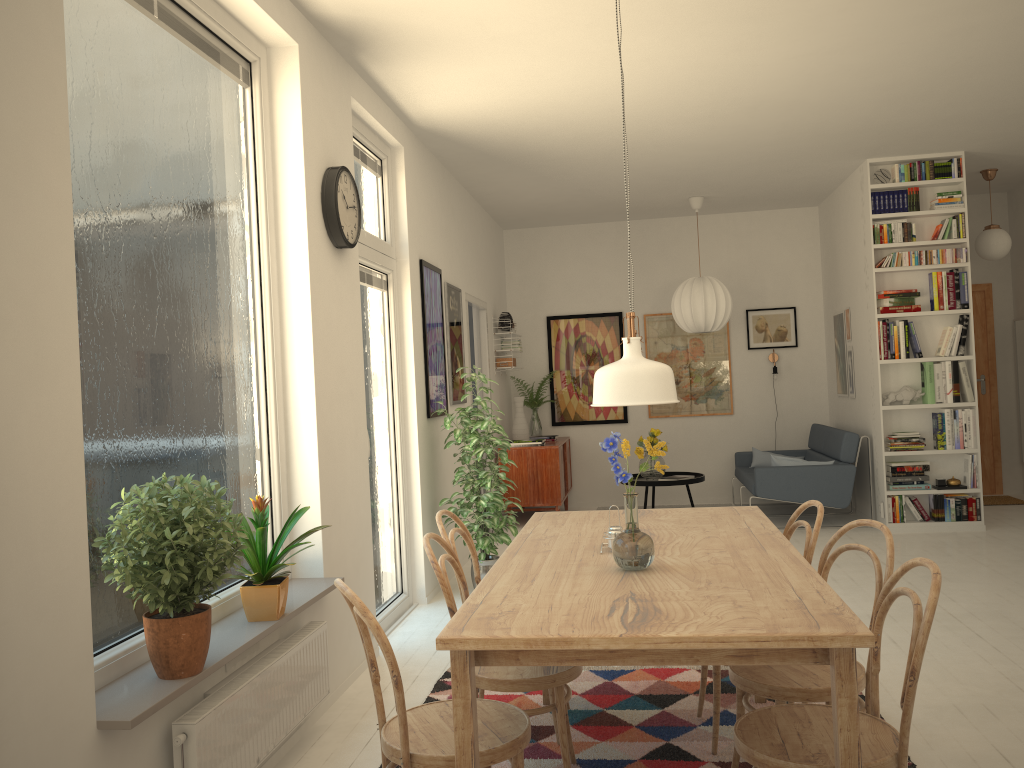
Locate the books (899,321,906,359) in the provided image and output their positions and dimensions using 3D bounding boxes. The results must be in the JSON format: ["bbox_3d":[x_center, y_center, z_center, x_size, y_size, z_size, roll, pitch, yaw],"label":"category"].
[{"bbox_3d":[3.032,-0.339,6.943,0.032,0.291,0.189,-3,0,8],"label":"books"}]

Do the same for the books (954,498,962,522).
[{"bbox_3d":[3.432,0.971,6.892,0.048,0.163,0.209,-3,0,8],"label":"books"}]

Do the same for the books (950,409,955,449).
[{"bbox_3d":[3.396,0.347,6.912,0.027,0.311,0.228,-3,0,8],"label":"books"}]

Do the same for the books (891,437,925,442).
[{"bbox_3d":[3.091,0.435,6.939,0.235,0.025,0.163,-3,0,15],"label":"books"}]

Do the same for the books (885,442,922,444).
[{"bbox_3d":[3.052,0.456,6.923,0.238,0.012,0.120,-3,0,3],"label":"books"}]

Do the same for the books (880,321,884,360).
[{"bbox_3d":[2.884,-0.336,6.978,0.015,0.301,0.207,-3,0,8],"label":"books"}]

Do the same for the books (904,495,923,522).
[{"bbox_3d":[3.114,0.968,6.927,0.135,0.200,0.134,-3,0,8],"label":"books"}]

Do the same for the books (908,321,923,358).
[{"bbox_3d":[3.129,-0.342,6.933,0.093,0.288,0.200,-3,0,8],"label":"books"}]

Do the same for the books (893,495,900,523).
[{"bbox_3d":[2.993,0.971,6.942,0.020,0.211,0.185,-3,0,8],"label":"books"}]

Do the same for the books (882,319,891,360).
[{"bbox_3d":[2.932,-0.347,6.963,0.021,0.317,0.179,-3,0,8],"label":"books"}]

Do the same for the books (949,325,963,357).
[{"bbox_3d":[3.431,-0.335,6.898,0.092,0.244,0.196,-3,0,8],"label":"books"}]

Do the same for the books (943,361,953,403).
[{"bbox_3d":[3.368,-0.014,6.907,0.037,0.324,0.240,-3,0,8],"label":"books"}]

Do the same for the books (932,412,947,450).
[{"bbox_3d":[3.316,0.364,6.910,0.057,0.284,0.200,-3,0,8],"label":"books"}]

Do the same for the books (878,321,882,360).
[{"bbox_3d":[2.866,-0.336,6.986,0.021,0.301,0.222,-3,0,8],"label":"books"}]

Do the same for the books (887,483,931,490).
[{"bbox_3d":[3.101,0.800,6.949,0.297,0.038,0.204,-3,0,13],"label":"books"}]

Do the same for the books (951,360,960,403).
[{"bbox_3d":[3.415,-0.019,6.896,0.056,0.327,0.202,-3,0,8],"label":"books"}]

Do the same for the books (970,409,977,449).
[{"bbox_3d":[3.545,0.343,6.888,0.039,0.303,0.229,-3,0,8],"label":"books"}]

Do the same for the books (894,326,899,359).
[{"bbox_3d":[2.984,-0.319,6.947,0.024,0.260,0.199,-3,0,8],"label":"books"}]

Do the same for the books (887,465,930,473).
[{"bbox_3d":[3.088,0.655,6.937,0.285,0.047,0.185,-3,0,8],"label":"books"}]

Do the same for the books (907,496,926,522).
[{"bbox_3d":[3.143,0.970,6.916,0.118,0.192,0.118,-3,0,8],"label":"books"}]

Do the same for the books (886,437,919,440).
[{"bbox_3d":[3.047,0.419,6.938,0.221,0.010,0.169,-3,0,11],"label":"books"}]

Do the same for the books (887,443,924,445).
[{"bbox_3d":[3.071,0.465,6.938,0.250,0.008,0.135,-3,0,5],"label":"books"}]

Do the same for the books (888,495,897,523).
[{"bbox_3d":[2.970,0.975,6.950,0.026,0.206,0.187,-3,0,8],"label":"books"}]

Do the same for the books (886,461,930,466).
[{"bbox_3d":[3.092,0.618,6.952,0.297,0.024,0.162,-3,0,-1],"label":"books"}]

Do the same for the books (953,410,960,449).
[{"bbox_3d":[3.421,0.353,6.868,0.035,0.304,0.150,-3,0,8],"label":"books"}]

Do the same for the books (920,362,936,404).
[{"bbox_3d":[3.231,-0.008,6.919,0.056,0.328,0.228,-3,0,8],"label":"books"}]

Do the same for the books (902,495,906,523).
[{"bbox_3d":[3.041,0.966,6.935,0.010,0.215,0.193,-3,0,8],"label":"books"}]

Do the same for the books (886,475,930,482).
[{"bbox_3d":[3.080,0.735,6.937,0.297,0.039,0.165,-3,0,3],"label":"books"}]

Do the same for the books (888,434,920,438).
[{"bbox_3d":[3.061,0.405,6.944,0.212,0.017,0.165,-3,0,6],"label":"books"}]

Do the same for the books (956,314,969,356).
[{"bbox_3d":[3.480,-0.375,6.883,0.092,0.319,0.179,-3,0,8],"label":"books"}]

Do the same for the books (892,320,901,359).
[{"bbox_3d":[3.007,-0.341,6.961,0.020,0.304,0.193,-3,0,8],"label":"books"}]

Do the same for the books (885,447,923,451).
[{"bbox_3d":[3.055,0.502,6.925,0.246,0.014,0.173,-3,0,7],"label":"books"}]

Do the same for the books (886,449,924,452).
[{"bbox_3d":[3.061,0.513,6.927,0.247,0.009,0.170,-3,0,11],"label":"books"}]

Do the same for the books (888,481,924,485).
[{"bbox_3d":[3.075,0.767,6.953,0.241,0.024,0.168,-3,0,3],"label":"books"}]

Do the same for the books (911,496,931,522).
[{"bbox_3d":[3.176,0.972,6.918,0.131,0.188,0.136,-3,0,8],"label":"books"}]

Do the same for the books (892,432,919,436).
[{"bbox_3d":[3.068,0.386,6.922,0.166,0.019,0.127,-3,0,1],"label":"books"}]

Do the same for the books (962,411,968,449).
[{"bbox_3d":[3.477,0.353,6.877,0.022,0.291,0.208,-3,0,8],"label":"books"}]

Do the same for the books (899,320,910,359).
[{"bbox_3d":[3.063,-0.347,6.931,0.033,0.306,0.150,-3,0,8],"label":"books"}]

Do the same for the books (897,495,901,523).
[{"bbox_3d":[3.011,0.971,6.953,0.012,0.206,0.193,-3,0,8],"label":"books"}]

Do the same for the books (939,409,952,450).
[{"bbox_3d":[3.364,0.348,6.915,0.037,0.312,0.241,-3,0,8],"label":"books"}]

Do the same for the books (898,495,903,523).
[{"bbox_3d":[3.028,0.966,6.952,0.021,0.215,0.174,-3,0,8],"label":"books"}]

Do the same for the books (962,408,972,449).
[{"bbox_3d":[3.505,0.344,6.863,0.037,0.308,0.161,-3,0,8],"label":"books"}]

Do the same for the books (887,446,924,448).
[{"bbox_3d":[3.067,0.489,6.932,0.248,0.009,0.171,-3,0,11],"label":"books"}]

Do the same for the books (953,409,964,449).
[{"bbox_3d":[3.455,0.346,6.895,0.025,0.305,0.213,-3,0,8],"label":"books"}]

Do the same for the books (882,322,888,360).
[{"bbox_3d":[2.907,-0.333,6.967,0.032,0.291,0.203,-3,0,8],"label":"books"}]

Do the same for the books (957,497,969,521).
[{"bbox_3d":[3.483,0.965,6.899,0.050,0.170,0.221,-3,0,8],"label":"books"}]

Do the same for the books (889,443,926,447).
[{"bbox_3d":[3.094,0.475,6.954,0.255,0.014,0.197,-3,0,18],"label":"books"}]

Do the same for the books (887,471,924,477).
[{"bbox_3d":[3.072,0.700,6.938,0.247,0.039,0.143,-3,0,5],"label":"books"}]

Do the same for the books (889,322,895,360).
[{"bbox_3d":[2.958,-0.334,6.958,0.030,0.289,0.200,-3,0,8],"label":"books"}]

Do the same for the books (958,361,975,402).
[{"bbox_3d":[3.494,-0.017,6.891,0.099,0.316,0.229,-3,0,8],"label":"books"}]

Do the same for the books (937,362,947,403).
[{"bbox_3d":[3.338,-0.011,6.925,0.023,0.321,0.235,-3,0,8],"label":"books"}]

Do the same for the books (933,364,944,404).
[{"bbox_3d":[3.293,-0.001,6.914,0.065,0.311,0.199,-3,0,8],"label":"books"}]

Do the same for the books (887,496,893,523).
[{"bbox_3d":[2.938,0.981,6.958,0.039,0.199,0.185,-3,0,8],"label":"books"}]
